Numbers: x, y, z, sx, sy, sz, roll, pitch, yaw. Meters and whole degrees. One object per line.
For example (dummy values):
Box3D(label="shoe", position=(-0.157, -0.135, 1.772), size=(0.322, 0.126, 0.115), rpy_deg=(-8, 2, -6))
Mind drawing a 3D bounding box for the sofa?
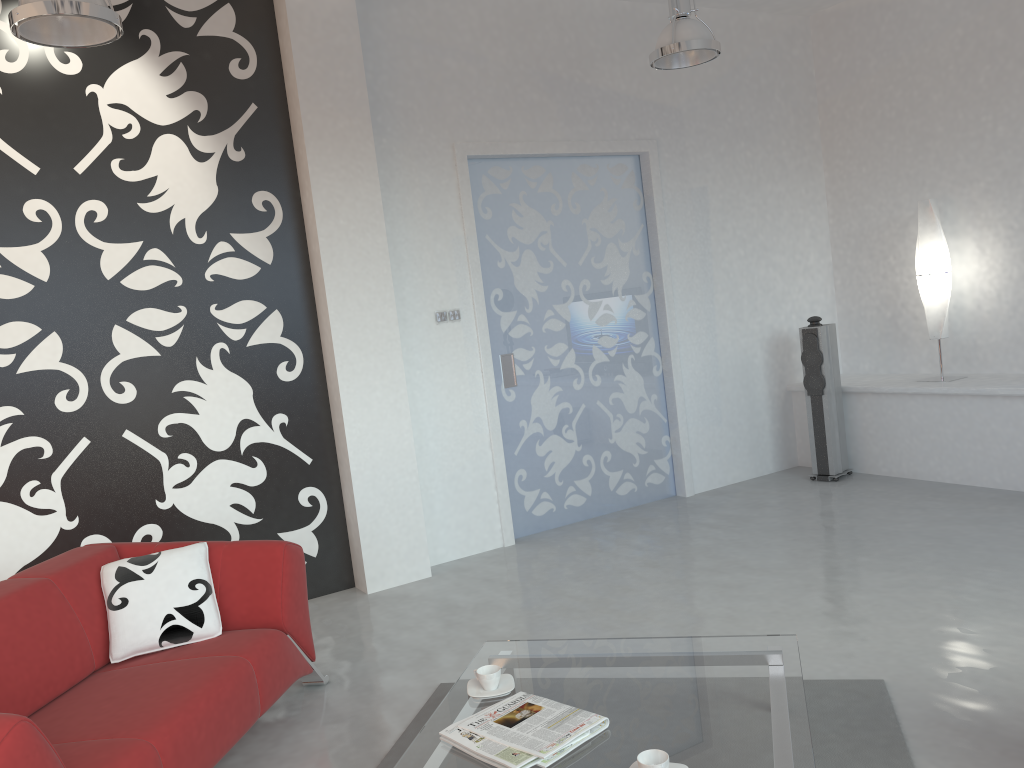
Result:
Box3D(label="sofa", position=(-1.418, 1.059, 2.926), size=(0.951, 0.738, 1.929), rpy_deg=(-6, 5, 10))

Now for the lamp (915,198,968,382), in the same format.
Box3D(label="lamp", position=(2.913, -0.645, 6.106), size=(0.263, 1.239, 0.263), rpy_deg=(-11, 6, -38))

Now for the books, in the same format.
Box3D(label="books", position=(0.040, 0.973, 2.502), size=(0.345, 0.035, 0.367), rpy_deg=(-11, 6, -39))

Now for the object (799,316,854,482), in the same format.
Box3D(label="object", position=(2.255, 0.096, 6.412), size=(0.255, 1.184, 0.273), rpy_deg=(-2, 7, 45))

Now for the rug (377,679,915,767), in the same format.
Box3D(label="rug", position=(0.306, 1.242, 2.596), size=(1.700, 0.025, 1.700), rpy_deg=(-6, 5, 15))

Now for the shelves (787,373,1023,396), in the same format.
Box3D(label="shelves", position=(3.793, 0.013, 4.697), size=(0.650, 0.050, 5.500), rpy_deg=(-10, 5, -29))

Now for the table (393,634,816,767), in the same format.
Box3D(label="table", position=(0.300, 1.097, 2.581), size=(1.097, 0.286, 1.162), rpy_deg=(-6, 5, 15))

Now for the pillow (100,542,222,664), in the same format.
Box3D(label="pillow", position=(-1.353, 0.832, 3.416), size=(0.402, 0.343, 0.288), rpy_deg=(-9, 5, -22))

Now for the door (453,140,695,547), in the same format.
Box3D(label="door", position=(0.427, -0.340, 6.045), size=(1.600, 2.550, 0.240), rpy_deg=(-10, 5, -29))

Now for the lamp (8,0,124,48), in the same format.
Box3D(label="lamp", position=(-1.693, -1.700, 3.254), size=(0.379, 0.800, 0.379), rpy_deg=(-10, 6, -37))

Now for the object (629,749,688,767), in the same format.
Box3D(label="object", position=(0.348, 0.945, 2.170), size=(0.153, 0.069, 0.153), rpy_deg=(-5, 5, 27))

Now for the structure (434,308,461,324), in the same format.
Box3D(label="structure", position=(-0.392, -0.417, 5.448), size=(0.170, 0.080, 0.016), rpy_deg=(-10, 5, -29))

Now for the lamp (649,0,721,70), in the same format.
Box3D(label="lamp", position=(0.882, -2.138, 4.730), size=(0.379, 0.800, 0.379), rpy_deg=(-10, 6, -33))

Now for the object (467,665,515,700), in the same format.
Box3D(label="object", position=(-0.070, 0.943, 2.824), size=(0.153, 0.069, 0.153), rpy_deg=(-7, 5, -3))
